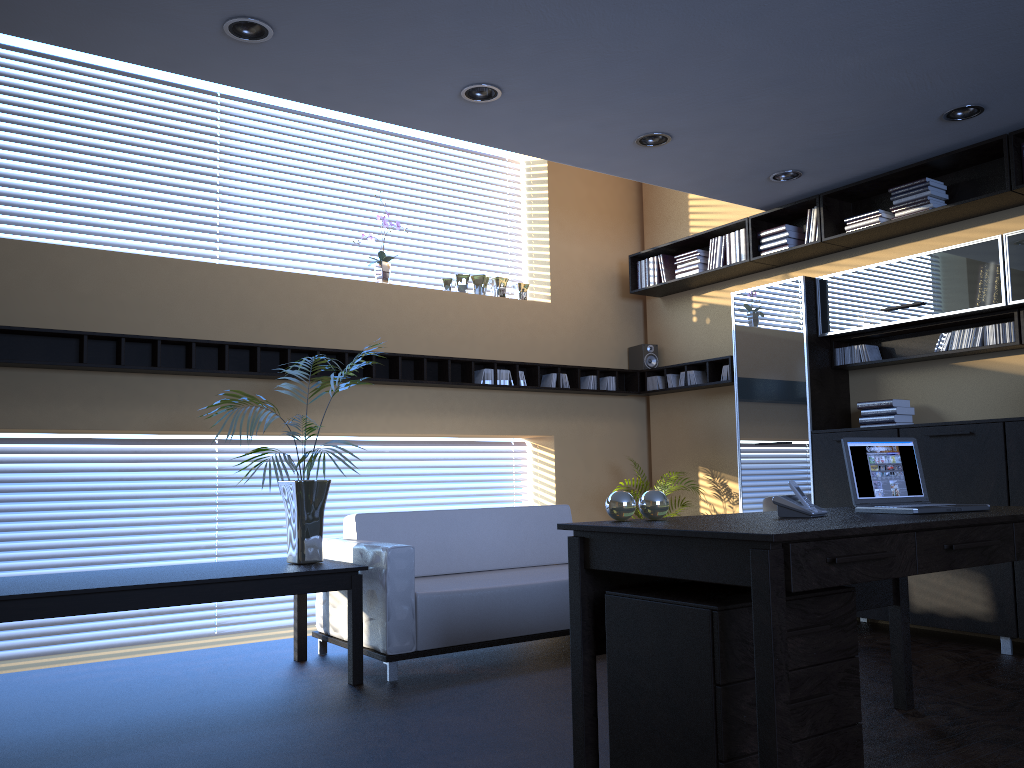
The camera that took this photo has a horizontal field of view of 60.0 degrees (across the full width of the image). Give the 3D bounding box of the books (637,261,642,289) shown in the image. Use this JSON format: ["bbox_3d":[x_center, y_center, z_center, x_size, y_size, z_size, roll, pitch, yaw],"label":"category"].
[{"bbox_3d":[1.192,-0.939,7.814,0.207,0.258,0.050,2,-6,-35],"label":"books"}]

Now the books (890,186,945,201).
[{"bbox_3d":[2.628,-1.219,5.741,0.207,0.028,0.259,3,-7,-35],"label":"books"}]

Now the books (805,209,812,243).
[{"bbox_3d":[2.190,-1.112,6.380,0.207,0.259,0.075,2,-6,-35],"label":"books"}]

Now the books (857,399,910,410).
[{"bbox_3d":[2.474,0.139,5.906,0.207,0.050,0.259,3,-7,-35],"label":"books"}]

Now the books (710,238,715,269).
[{"bbox_3d":[1.674,-1.024,7.110,0.207,0.259,0.075,2,-6,-35],"label":"books"}]

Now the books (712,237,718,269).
[{"bbox_3d":[1.691,-1.027,7.083,0.207,0.259,0.075,2,-6,-34],"label":"books"}]

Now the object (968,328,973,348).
[{"bbox_3d":[2.866,-0.279,5.475,0.140,0.115,0.036,3,-6,-35],"label":"object"}]

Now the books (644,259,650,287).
[{"bbox_3d":[1.245,-0.950,7.724,0.207,0.258,0.050,2,-6,-35],"label":"books"}]

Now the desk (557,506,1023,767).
[{"bbox_3d":[1.199,0.907,3.103,1.895,0.888,0.915,3,-7,-35],"label":"desk"}]

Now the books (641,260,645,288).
[{"bbox_3d":[1.224,-0.944,7.773,0.207,0.258,0.050,2,-6,-35],"label":"books"}]

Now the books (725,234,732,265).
[{"bbox_3d":[1.770,-1.040,6.982,0.207,0.258,0.050,2,-6,-34],"label":"books"}]

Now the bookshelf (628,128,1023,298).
[{"bbox_3d":[2.628,-1.205,5.772,0.362,0.339,5.134,2,-7,-34],"label":"bookshelf"}]

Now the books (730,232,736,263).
[{"bbox_3d":[1.799,-1.045,6.940,0.207,0.258,0.050,2,-6,-35],"label":"books"}]

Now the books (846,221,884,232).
[{"bbox_3d":[2.436,-1.044,5.994,0.207,0.028,0.259,3,-7,-34],"label":"books"}]

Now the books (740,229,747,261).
[{"bbox_3d":[1.852,-1.055,6.850,0.207,0.258,0.050,2,-6,-35],"label":"books"}]

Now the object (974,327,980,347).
[{"bbox_3d":[2.892,-0.283,5.445,0.142,0.118,0.040,3,-6,-35],"label":"object"}]

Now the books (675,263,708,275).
[{"bbox_3d":[1.518,-0.942,7.345,0.207,0.050,0.259,3,-7,-35],"label":"books"}]

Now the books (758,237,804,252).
[{"bbox_3d":[2.009,-1.029,6.623,0.207,0.050,0.259,3,-7,-35],"label":"books"}]

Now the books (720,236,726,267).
[{"bbox_3d":[1.740,-1.033,7.040,0.207,0.259,0.075,2,-6,-35],"label":"books"}]

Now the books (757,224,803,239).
[{"bbox_3d":[2.007,-1.129,6.641,0.207,0.050,0.259,3,-7,-35],"label":"books"}]

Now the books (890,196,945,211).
[{"bbox_3d":[2.634,-1.159,5.763,0.207,0.028,0.259,3,-7,-35],"label":"books"}]

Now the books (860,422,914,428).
[{"bbox_3d":[2.485,0.289,5.876,0.207,0.050,0.259,3,-7,-34],"label":"books"}]

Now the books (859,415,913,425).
[{"bbox_3d":[2.483,0.239,5.891,0.207,0.050,0.259,3,-7,-34],"label":"books"}]

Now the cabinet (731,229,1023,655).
[{"bbox_3d":[2.953,0.325,5.109,0.491,2.394,3.883,2,-6,-34],"label":"cabinet"}]

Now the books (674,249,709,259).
[{"bbox_3d":[1.516,-1.066,7.363,0.207,0.028,0.259,3,-7,-35],"label":"books"}]

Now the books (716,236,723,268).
[{"bbox_3d":[1.710,-1.030,7.058,0.207,0.259,0.075,2,-6,-35],"label":"books"}]

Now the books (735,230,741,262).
[{"bbox_3d":[1.822,-1.050,6.893,0.207,0.258,0.050,2,-6,-34],"label":"books"}]

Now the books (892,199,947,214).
[{"bbox_3d":[2.636,-1.133,5.736,0.207,0.028,0.259,3,-7,-35],"label":"books"}]

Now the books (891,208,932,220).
[{"bbox_3d":[2.629,-1.077,5.728,0.207,0.028,0.259,3,-7,-35],"label":"books"}]

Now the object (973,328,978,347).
[{"bbox_3d":[2.887,-0.282,5.454,0.142,0.118,0.040,3,-6,-35],"label":"object"}]

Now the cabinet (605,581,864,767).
[{"bbox_3d":[0.705,0.987,2.769,0.634,0.678,0.501,2,-6,-35],"label":"cabinet"}]

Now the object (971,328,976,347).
[{"bbox_3d":[2.878,-0.281,5.460,0.142,0.118,0.040,3,-6,-35],"label":"object"}]

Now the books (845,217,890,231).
[{"bbox_3d":[2.431,-1.071,6.007,0.207,0.028,0.259,3,-7,-34],"label":"books"}]

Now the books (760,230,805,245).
[{"bbox_3d":[2.023,-1.080,6.622,0.207,0.050,0.259,3,-7,-35],"label":"books"}]

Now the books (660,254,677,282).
[{"bbox_3d":[1.363,-0.969,7.565,0.207,0.259,0.075,2,-6,-35],"label":"books"}]

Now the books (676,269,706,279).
[{"bbox_3d":[1.521,-0.892,7.330,0.207,0.050,0.259,3,-7,-34],"label":"books"}]

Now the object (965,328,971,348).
[{"bbox_3d":[2.859,-0.278,5.483,0.142,0.118,0.040,3,-6,-34],"label":"object"}]

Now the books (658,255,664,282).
[{"bbox_3d":[1.349,-0.966,7.594,0.207,0.259,0.075,2,-6,-35],"label":"books"}]

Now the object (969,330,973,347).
[{"bbox_3d":[2.869,-0.279,5.478,0.142,0.118,0.040,3,-6,-34],"label":"object"}]

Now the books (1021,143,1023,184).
[{"bbox_3d":[3.040,-1.260,5.158,0.207,0.258,0.050,2,-6,-34],"label":"books"}]

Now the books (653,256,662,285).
[{"bbox_3d":[1.311,-0.960,7.644,0.207,0.258,0.050,2,-6,-35],"label":"books"}]

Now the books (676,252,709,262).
[{"bbox_3d":[1.530,-1.040,7.344,0.207,0.028,0.259,3,-7,-35],"label":"books"}]

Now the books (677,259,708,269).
[{"bbox_3d":[1.534,-0.983,7.343,0.207,0.028,0.259,3,-7,-34],"label":"books"}]

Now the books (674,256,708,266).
[{"bbox_3d":[1.511,-1.011,7.343,0.207,0.028,0.259,3,-7,-34],"label":"books"}]

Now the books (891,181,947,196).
[{"bbox_3d":[2.632,-1.248,5.732,0.207,0.028,0.259,3,-7,-35],"label":"books"}]

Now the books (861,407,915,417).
[{"bbox_3d":[2.496,0.188,5.890,0.207,0.050,0.259,3,-7,-34],"label":"books"}]

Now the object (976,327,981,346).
[{"bbox_3d":[2.895,-0.284,5.434,0.140,0.115,0.036,3,-6,-35],"label":"object"}]

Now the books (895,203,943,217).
[{"bbox_3d":[2.649,-1.107,5.718,0.207,0.028,0.259,3,-7,-34],"label":"books"}]

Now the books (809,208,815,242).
[{"bbox_3d":[2.211,-1.115,6.357,0.207,0.259,0.075,2,-6,-35],"label":"books"}]

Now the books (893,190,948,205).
[{"bbox_3d":[2.643,-1.191,5.736,0.207,0.028,0.259,3,-7,-35],"label":"books"}]

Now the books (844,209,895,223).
[{"bbox_3d":[2.435,-1.126,6.026,0.207,0.028,0.259,3,-7,-35],"label":"books"}]

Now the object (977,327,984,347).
[{"bbox_3d":[2.902,-0.285,5.428,0.142,0.118,0.040,3,-6,-35],"label":"object"}]

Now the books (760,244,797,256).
[{"bbox_3d":[2.020,-0.979,6.613,0.207,0.050,0.259,3,-7,-35],"label":"books"}]

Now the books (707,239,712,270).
[{"bbox_3d":[1.661,-1.021,7.140,0.207,0.259,0.075,2,-6,-35],"label":"books"}]

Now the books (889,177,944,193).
[{"bbox_3d":[2.622,-1.275,5.753,0.207,0.028,0.259,3,-7,-34],"label":"books"}]

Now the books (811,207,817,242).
[{"bbox_3d":[2.218,-1.119,6.323,0.207,0.259,0.075,2,-6,-35],"label":"books"}]

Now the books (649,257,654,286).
[{"bbox_3d":[1.281,-0.955,7.686,0.207,0.258,0.050,2,-6,-34],"label":"books"}]

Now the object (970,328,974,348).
[{"bbox_3d":[2.878,-0.280,5.472,0.142,0.118,0.040,3,-6,-35],"label":"object"}]

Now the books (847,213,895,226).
[{"bbox_3d":[2.443,-1.100,6.003,0.207,0.028,0.259,3,-7,-35],"label":"books"}]
